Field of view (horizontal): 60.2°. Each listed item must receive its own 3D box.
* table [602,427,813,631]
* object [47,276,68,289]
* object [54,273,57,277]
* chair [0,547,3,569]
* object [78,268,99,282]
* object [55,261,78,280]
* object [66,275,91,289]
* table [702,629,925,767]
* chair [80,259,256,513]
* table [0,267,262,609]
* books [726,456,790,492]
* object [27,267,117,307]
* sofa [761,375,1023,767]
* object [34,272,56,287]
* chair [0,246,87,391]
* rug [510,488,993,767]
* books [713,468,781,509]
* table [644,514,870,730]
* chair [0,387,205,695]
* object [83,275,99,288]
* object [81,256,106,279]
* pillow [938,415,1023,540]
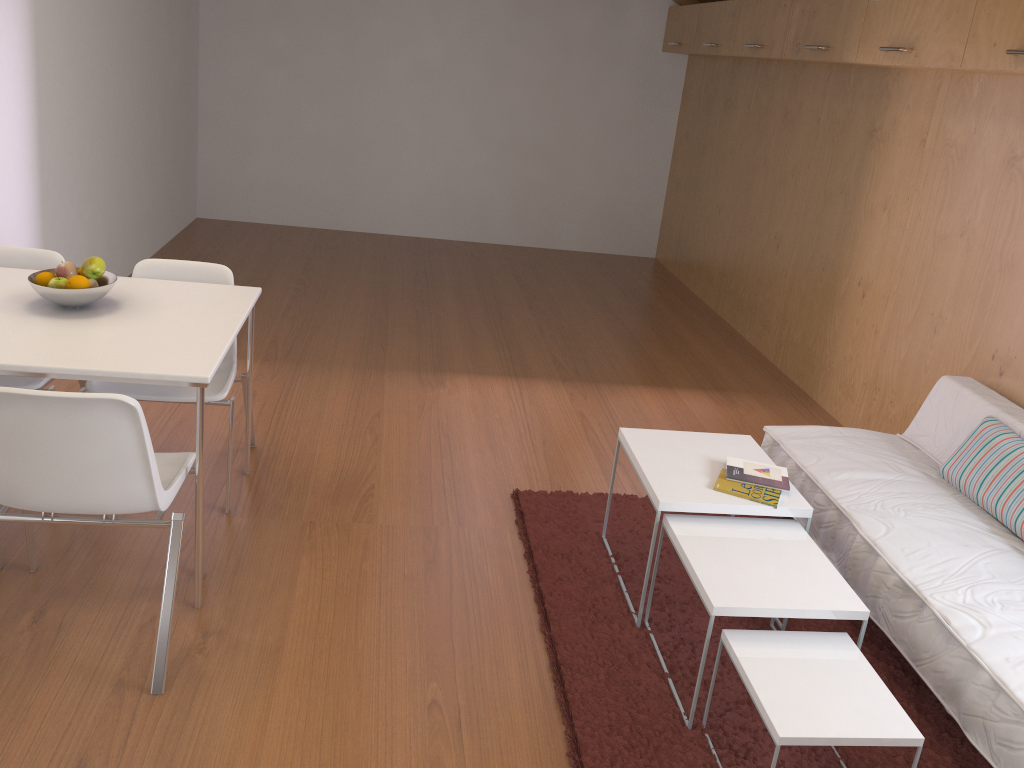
[{"bbox_3d":[0.621,0.469,2.954,0.485,0.429,0.537,4,19,-8],"label":"table"},{"bbox_3d":[-1.402,-0.297,2.738,0.069,0.076,0.072,17,21,27],"label":"object"},{"bbox_3d":[-1.434,-0.333,2.832,0.070,0.068,0.079,4,19,-8],"label":"object"},{"bbox_3d":[-1.726,0.274,2.290,0.531,0.769,0.559,4,18,-8],"label":"chair"},{"bbox_3d":[-1.370,-0.347,2.853,0.068,0.066,0.069,-5,22,-31],"label":"object"},{"bbox_3d":[-1.400,-0.352,2.781,0.064,0.065,0.062,17,21,28],"label":"object"},{"bbox_3d":[-1.336,-0.302,2.724,0.068,0.066,0.069,-5,22,-31],"label":"object"},{"bbox_3d":[0.710,0.850,2.155,0.341,0.302,0.378,4,19,-8],"label":"table"},{"bbox_3d":[-1.239,-0.026,3.235,0.531,0.769,0.559,4,18,-8],"label":"chair"},{"bbox_3d":[-1.503,0.119,2.828,1.208,0.727,0.920,4,19,-8],"label":"table"},{"bbox_3d":[0.783,0.287,2.824,0.193,0.015,0.156,11,21,10],"label":"books"},{"bbox_3d":[-1.388,-0.293,2.798,0.257,0.088,0.258,20,24,31],"label":"object"},{"bbox_3d":[1.551,0.659,2.526,0.862,0.615,2.411,4,21,-8],"label":"sofa"},{"bbox_3d":[-1.458,-0.317,2.767,0.068,0.065,0.068,20,23,33],"label":"object"},{"bbox_3d":[-1.827,-0.064,3.152,0.531,0.769,0.559,4,18,-8],"label":"chair"},{"bbox_3d":[1.079,0.961,2.447,1.883,0.020,2.540,4,21,-8],"label":"rug"},{"bbox_3d":[0.737,0.324,2.756,0.194,0.015,0.155,14,22,20],"label":"books"},{"bbox_3d":[0.669,0.666,2.524,0.424,0.375,0.469,4,19,-8],"label":"table"},{"bbox_3d":[-1.139,0.312,2.374,0.531,0.769,0.559,4,18,-8],"label":"chair"},{"bbox_3d":[-1.350,-0.302,2.794,0.079,0.087,0.081,22,24,38],"label":"object"},{"bbox_3d":[-1.329,-0.369,2.808,0.070,0.068,0.079,4,19,-8],"label":"object"},{"bbox_3d":[1.717,0.416,2.769,0.171,0.246,1.066,4,21,-8],"label":"pillow"}]
